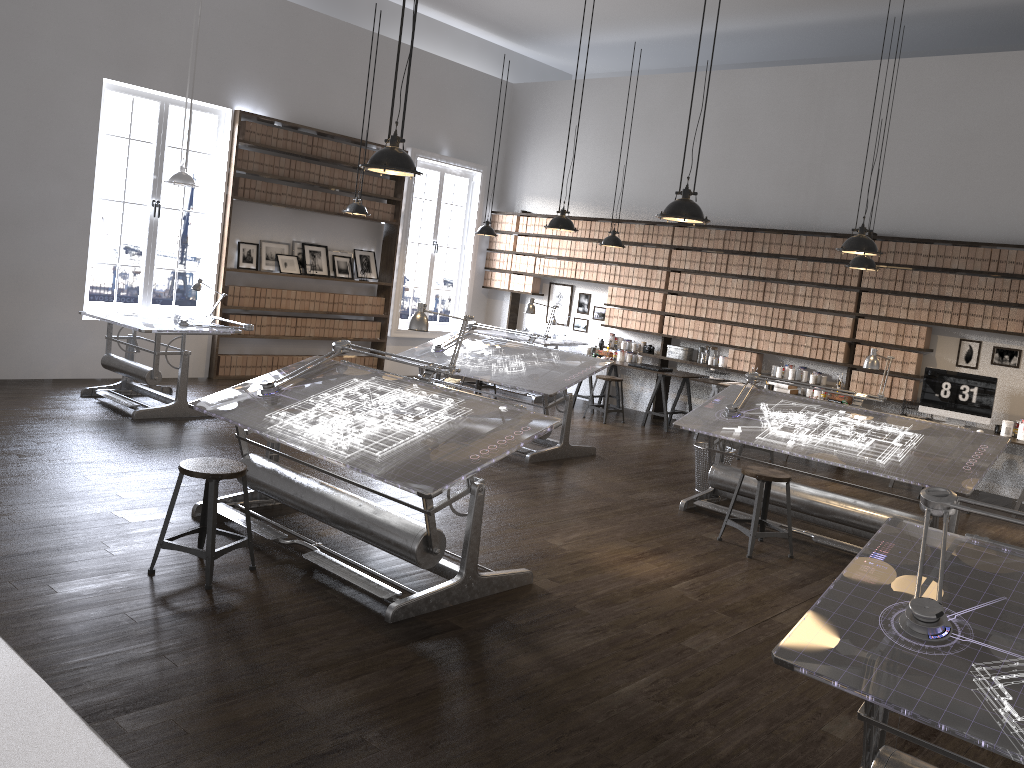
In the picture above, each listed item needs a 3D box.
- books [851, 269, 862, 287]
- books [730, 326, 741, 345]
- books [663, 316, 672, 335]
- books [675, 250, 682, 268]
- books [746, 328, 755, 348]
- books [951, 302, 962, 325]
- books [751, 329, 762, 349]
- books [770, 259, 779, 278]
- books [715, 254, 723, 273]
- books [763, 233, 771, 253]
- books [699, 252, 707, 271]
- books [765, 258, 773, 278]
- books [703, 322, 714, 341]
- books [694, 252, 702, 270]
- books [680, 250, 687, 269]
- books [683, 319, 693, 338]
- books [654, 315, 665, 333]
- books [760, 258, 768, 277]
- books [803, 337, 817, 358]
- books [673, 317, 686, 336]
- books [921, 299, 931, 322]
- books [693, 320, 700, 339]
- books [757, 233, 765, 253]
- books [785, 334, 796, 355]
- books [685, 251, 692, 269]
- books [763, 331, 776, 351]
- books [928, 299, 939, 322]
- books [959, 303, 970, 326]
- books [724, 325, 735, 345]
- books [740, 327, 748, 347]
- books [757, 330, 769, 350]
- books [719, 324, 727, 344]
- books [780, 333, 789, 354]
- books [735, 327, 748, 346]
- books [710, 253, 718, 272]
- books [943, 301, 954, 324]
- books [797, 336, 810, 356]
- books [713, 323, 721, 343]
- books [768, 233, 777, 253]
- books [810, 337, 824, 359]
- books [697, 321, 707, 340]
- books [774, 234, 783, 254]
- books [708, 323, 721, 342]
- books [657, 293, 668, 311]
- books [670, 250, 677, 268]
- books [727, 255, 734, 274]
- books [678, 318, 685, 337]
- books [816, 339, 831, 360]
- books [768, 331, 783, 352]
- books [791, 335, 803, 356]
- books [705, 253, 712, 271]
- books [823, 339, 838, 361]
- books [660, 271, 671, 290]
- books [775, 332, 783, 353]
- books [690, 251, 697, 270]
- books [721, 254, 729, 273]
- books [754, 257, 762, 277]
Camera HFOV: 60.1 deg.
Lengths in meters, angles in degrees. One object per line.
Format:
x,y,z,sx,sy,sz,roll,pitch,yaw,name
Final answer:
3.686,-1.139,9.421,0.067,0.224,0.174,11,7,41,books
2.630,-0.561,10.337,0.067,0.224,0.174,11,7,41,books
1.949,-0.721,10.933,0.067,0.225,0.174,11,7,41,books
2.082,-1.519,10.850,0.067,0.225,0.174,11,7,41,books
2.774,-0.526,10.199,0.067,0.225,0.174,11,7,41,books
4.416,-0.693,8.765,0.067,0.225,0.174,11,7,41,books
2.830,-0.513,10.154,0.067,0.225,0.174,11,7,41,books
3.005,-1.299,10.022,0.067,0.225,0.174,11,7,41,books
2.492,-1.422,10.488,0.067,0.225,0.174,11,7,41,books
2.939,-1.597,10.094,0.067,0.225,0.174,11,7,41,books
2.334,-1.459,10.627,0.067,0.225,0.174,11,7,41,books
2.958,-1.311,10.070,0.067,0.224,0.174,11,7,41,books
2.362,-0.625,10.575,0.067,0.225,0.174,11,7,41,books
2.280,-1.471,10.667,0.067,0.225,0.174,11,7,41,books
2.132,-1.506,10.801,0.067,0.225,0.174,11,7,41,books
2.159,-0.672,10.749,0.067,0.225,0.174,11,7,41,books
1.852,-0.745,11.022,0.067,0.225,0.174,11,7,41,books
2.911,-1.322,10.110,0.067,0.224,0.174,11,7,41,books
3.288,-0.405,9.744,0.067,0.225,0.174,11,7,41,books
2.059,-0.697,10.845,0.067,0.225,0.174,11,7,41,books
4.205,-0.742,8.945,0.067,0.225,0.174,11,7,41,books
2.262,-0.648,10.662,0.067,0.224,0.174,11,7,41,books
2.883,-1.609,10.139,0.067,0.225,0.174,11,7,41,books
3.132,-0.441,9.881,0.067,0.225,0.174,11,7,41,books
2.187,-1.494,10.755,0.067,0.224,0.174,11,7,41,books
2.934,-0.489,10.064,0.067,0.225,0.174,11,7,41,books
4.258,-0.731,8.905,0.067,0.225,0.174,11,7,41,books
4.468,-0.680,8.711,0.067,0.225,0.174,11,7,41,books
2.571,-0.574,10.381,0.067,0.225,0.174,11,7,41,books
2.720,-0.539,10.247,0.067,0.225,0.174,11,7,41,books
2.884,-0.501,10.111,0.067,0.225,0.174,11,7,41,books
2.519,-0.588,10.435,0.067,0.225,0.174,11,7,41,books
3.086,-0.453,9.928,0.067,0.224,0.174,11,7,41,books
2.676,-0.550,10.292,0.067,0.224,0.174,11,7,41,books
2.436,-1.434,10.531,0.067,0.225,0.174,11,7,41,books
4.361,-0.706,8.808,0.067,0.225,0.174,11,7,41,books
3.238,-0.417,9.794,0.067,0.225,0.174,11,7,41,books
2.464,-0.600,10.478,0.067,0.225,0.174,11,7,41,books
2.993,-1.585,10.051,0.067,0.225,0.174,11,7,41,books
3.344,-0.392,9.701,0.067,0.225,0.174,11,7,41,books
2.308,-0.637,10.615,0.067,0.225,0.174,11,7,41,books
3.044,-1.572,10.004,0.067,0.225,0.174,11,7,41,books
2.414,-0.612,10.528,0.067,0.225,0.174,11,7,41,books
1.887,-1.011,10.998,0.067,0.225,0.174,11,7,41,books
2.032,-1.531,10.898,0.067,0.225,0.174,11,7,41,books
2.602,-1.396,10.389,0.067,0.224,0.174,11,7,41,books
2.110,-0.684,10.798,0.067,0.225,0.174,11,7,41,books
3.396,-0.379,9.648,0.067,0.225,0.174,11,7,41,books
2.984,-0.477,10.015,0.067,0.225,0.174,11,7,41,books
3.186,-0.430,9.841,0.067,0.225,0.174,11,7,41,books
2.387,-1.447,10.581,0.067,0.225,0.174,11,7,41,books
3.454,-0.366,9.603,0.067,0.224,0.174,11,7,41,books
1.923,-1.285,10.985,0.067,0.225,0.174,11,7,41,books
3.038,-0.464,9.968,0.067,0.224,0.174,11,7,41,books
2.234,-1.483,10.715,0.067,0.224,0.174,11,7,41,books
2.544,-1.409,10.434,0.067,0.225,0.174,11,7,41,books
2.856,-1.335,10.156,0.067,0.225,0.174,11,7,41,books
